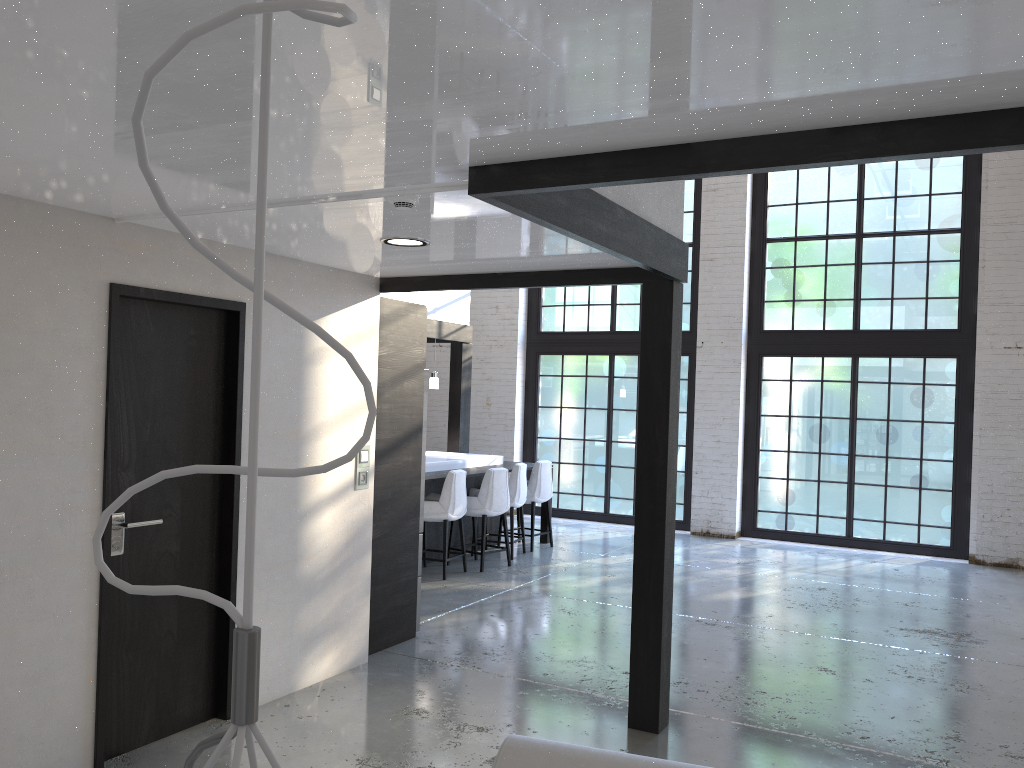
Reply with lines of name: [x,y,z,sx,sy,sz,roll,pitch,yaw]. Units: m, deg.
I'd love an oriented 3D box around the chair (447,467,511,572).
chair: [-0.303,1.266,8.362,0.501,0.984,0.579,2,0,40]

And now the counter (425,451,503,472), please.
counter: [-1.064,0.787,8.875,0.976,0.095,2.294,1,-1,28]

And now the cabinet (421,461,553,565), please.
cabinet: [-0.794,1.295,8.995,1.370,0.910,2.692,2,-1,28]

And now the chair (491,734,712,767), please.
chair: [0.290,1.247,1.590,1.007,0.785,1.026,2,-1,20]

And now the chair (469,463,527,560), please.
chair: [-0.119,1.282,8.987,0.501,0.984,0.579,2,0,20]

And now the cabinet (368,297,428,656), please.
cabinet: [-1.773,0.547,8.177,4.274,2.315,4.232,2,-1,28]

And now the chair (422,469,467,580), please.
chair: [-0.682,1.247,7.939,0.501,0.984,0.579,2,0,25]

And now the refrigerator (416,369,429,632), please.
refrigerator: [-1.120,0.771,5.815,0.853,1.772,0.821,2,0,28]

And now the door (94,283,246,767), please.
door: [-1.609,0.620,4.029,0.271,2.058,0.750,2,0,28]

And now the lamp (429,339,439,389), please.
lamp: [-1.643,-0.278,10.076,1.948,0.623,0.124,2,0,28]

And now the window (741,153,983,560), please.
window: [3.987,-0.649,10.271,2.490,5.179,0.138,2,0,28]

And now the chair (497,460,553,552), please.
chair: [0.155,1.299,9.511,0.501,0.984,0.579,2,0,35]

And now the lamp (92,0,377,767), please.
lamp: [-0.110,-0.057,0.388,0.436,1.347,0.436,2,0,42]

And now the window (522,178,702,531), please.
window: [1.332,-0.717,11.692,2.490,5.179,0.138,2,0,28]
